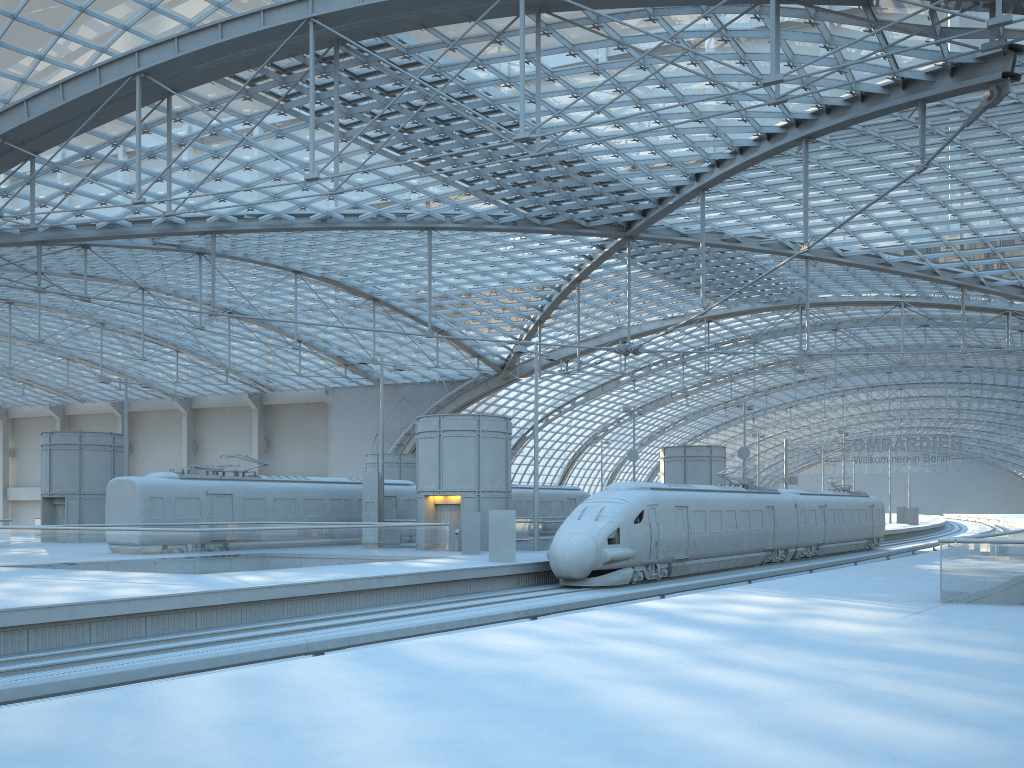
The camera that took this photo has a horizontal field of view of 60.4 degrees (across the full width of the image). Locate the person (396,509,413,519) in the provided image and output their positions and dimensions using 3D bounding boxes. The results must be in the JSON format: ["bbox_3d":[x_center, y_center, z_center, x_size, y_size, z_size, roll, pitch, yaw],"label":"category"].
[{"bbox_3d":[-5.007,6.713,41.186,0.827,1.731,0.001,0,0,9],"label":"person"}]

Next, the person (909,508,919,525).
[{"bbox_3d":[37.987,12.551,83.028,0.828,1.731,0.001,-1,-1,35],"label":"person"}]

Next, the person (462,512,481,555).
[{"bbox_3d":[-1.492,5.536,32.481,0.710,1.611,0.001,0,0,14],"label":"person"}]

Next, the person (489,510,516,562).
[{"bbox_3d":[-0.292,4.879,28.103,0.875,1.705,0.001,0,0,9],"label":"person"}]

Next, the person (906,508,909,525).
[{"bbox_3d":[39.238,13.020,86.489,0.876,1.705,0.001,-1,-1,35],"label":"person"}]

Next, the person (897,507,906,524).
[{"bbox_3d":[40.208,13.580,90.959,0.901,1.798,0.001,-1,-1,30],"label":"person"}]
